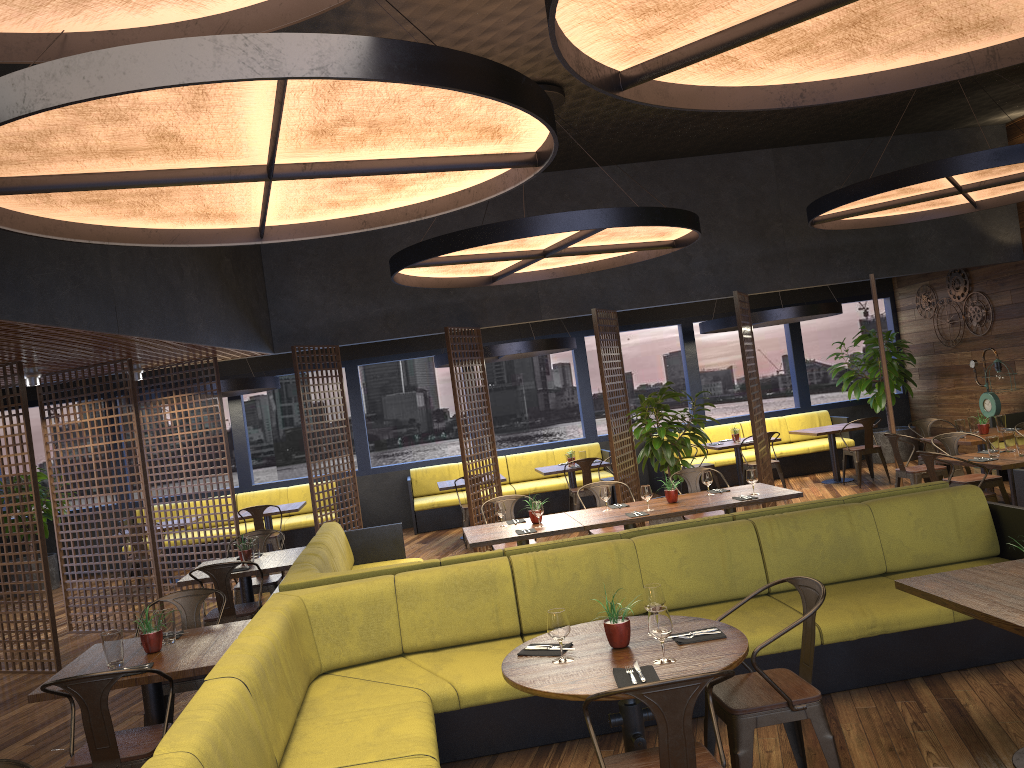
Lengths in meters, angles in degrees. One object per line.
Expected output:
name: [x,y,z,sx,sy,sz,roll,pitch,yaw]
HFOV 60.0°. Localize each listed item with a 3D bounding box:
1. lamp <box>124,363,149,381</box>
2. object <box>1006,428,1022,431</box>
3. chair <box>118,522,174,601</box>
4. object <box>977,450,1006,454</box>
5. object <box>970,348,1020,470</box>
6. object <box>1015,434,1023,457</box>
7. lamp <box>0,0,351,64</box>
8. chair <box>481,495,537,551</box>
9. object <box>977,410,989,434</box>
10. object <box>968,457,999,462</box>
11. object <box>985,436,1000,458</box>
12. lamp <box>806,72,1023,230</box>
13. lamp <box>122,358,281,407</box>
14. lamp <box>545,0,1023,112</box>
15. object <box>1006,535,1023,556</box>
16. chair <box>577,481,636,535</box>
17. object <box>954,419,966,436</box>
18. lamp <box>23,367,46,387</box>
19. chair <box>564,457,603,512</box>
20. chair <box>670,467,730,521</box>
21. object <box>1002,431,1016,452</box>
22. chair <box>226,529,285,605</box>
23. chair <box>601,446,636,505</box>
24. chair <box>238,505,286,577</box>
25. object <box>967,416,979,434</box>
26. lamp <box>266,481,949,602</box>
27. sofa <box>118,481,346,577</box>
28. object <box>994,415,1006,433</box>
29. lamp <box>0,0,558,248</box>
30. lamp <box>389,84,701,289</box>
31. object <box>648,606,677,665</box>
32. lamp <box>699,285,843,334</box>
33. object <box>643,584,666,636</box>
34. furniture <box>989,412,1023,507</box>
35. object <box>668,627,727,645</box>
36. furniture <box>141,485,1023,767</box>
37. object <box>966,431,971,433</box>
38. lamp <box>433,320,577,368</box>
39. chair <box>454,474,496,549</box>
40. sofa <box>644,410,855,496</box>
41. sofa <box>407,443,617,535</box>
lamp: [-4.070,-0.127,9.591,0.228,0.172,0.228,-8,-1,-7]
object: [5.338,0.481,9.457,0.157,0.019,0.255,-8,-1,-7]
chair: [-4.493,2.129,10.874,0.504,0.917,0.541,-8,-1,-6]
object: [4.312,0.605,7.947,0.157,0.019,0.255,-8,-1,-7]
object: [6.515,0.313,11.895,0.459,1.615,0.848,-8,-1,-7]
object: [4.311,0.520,7.483,0.102,0.178,0.102,-8,-1,29]
lamp: [-1.435,-1.854,2.036,2.778,1.159,2.778,-8,-1,44]
chair: [0.023,1.497,8.080,0.504,0.917,0.541,-8,-1,-6]
object: [5.000,0.399,9.431,0.238,0.271,0.260,-8,-1,15]
object: [4.016,0.641,7.586,0.157,0.019,0.255,-8,-1,-7]
object: [4.155,0.542,7.656,0.102,0.178,0.102,-7,-1,-21]
lamp: [4.164,-2.443,8.391,2.778,1.362,2.778,-7,-1,-42]
lamp: [-4.243,-0.899,11.828,1.979,2.172,1.979,-8,-1,0]
lamp: [1.393,-2.048,2.745,2.778,1.475,2.778,-8,-1,43]
object: [2.246,0.715,3.760,0.260,0.271,0.238,-8,-1,29]
chair: [0.915,1.378,8.184,0.504,0.917,0.541,-8,-1,-6]
object: [4.820,0.471,9.526,0.102,0.178,0.102,-7,-1,-21]
lamp: [-4.584,-0.068,8.468,0.228,0.172,0.228,-8,-1,-7]
chair: [0.965,1.403,11.513,0.504,0.917,0.541,-8,-1,-6]
chair: [1.802,1.260,8.288,0.504,0.917,0.541,-8,-1,-6]
object: [4.401,0.511,7.836,0.102,0.178,0.102,-7,-1,-21]
chair: [-2.256,1.802,7.952,0.504,0.917,0.541,-8,-1,-6]
chair: [1.485,1.341,12.266,0.541,0.917,0.504,-8,-1,-6]
chair: [-3.085,1.942,11.039,0.504,0.917,0.541,-8,-1,-6]
object: [5.012,0.446,9.627,0.102,0.178,0.102,-8,-1,29]
lamp: [-1.758,0.819,6.713,9.057,2.714,3.017,-8,-1,-7]
sofa: [-4.020,2.089,12.955,3.061,0.914,0.966,-8,-1,-7]
object: [5.177,0.422,9.389,0.102,0.178,0.102,-8,-1,29]
lamp: [-1.254,-1.678,4.269,2.778,1.475,2.778,-8,-1,-3]
lamp: [0.203,-1.838,8.005,2.778,1.475,2.778,-8,-1,-6]
object: [0.578,0.971,3.431,0.097,0.206,0.097,-8,-1,18]
lamp: [3.559,-1.939,12.742,1.979,2.172,1.979,-7,-1,-22]
object: [0.617,0.970,3.814,0.097,0.206,0.097,-8,-1,32]
furniture: [5.287,0.797,8.407,3.378,0.916,4.755,-8,-1,-7]
object: [0.751,1.045,3.690,0.255,0.019,0.157,-8,-1,-4]
furniture: [0.767,1.368,4.563,4.895,0.914,7.462,-8,-1,-12]
object: [4.954,0.536,9.777,0.255,0.019,0.157,-8,-1,-7]
lamp: [-0.230,-1.433,12.298,1.979,2.172,1.979,-8,-1,38]
chair: [-0.443,1.591,11.348,0.504,0.917,0.541,-8,-1,-6]
sofa: [3.722,1.059,13.862,3.061,0.914,0.966,-8,-1,-7]
sofa: [-0.009,1.556,13.425,3.061,0.914,0.966,-8,-1,-7]
